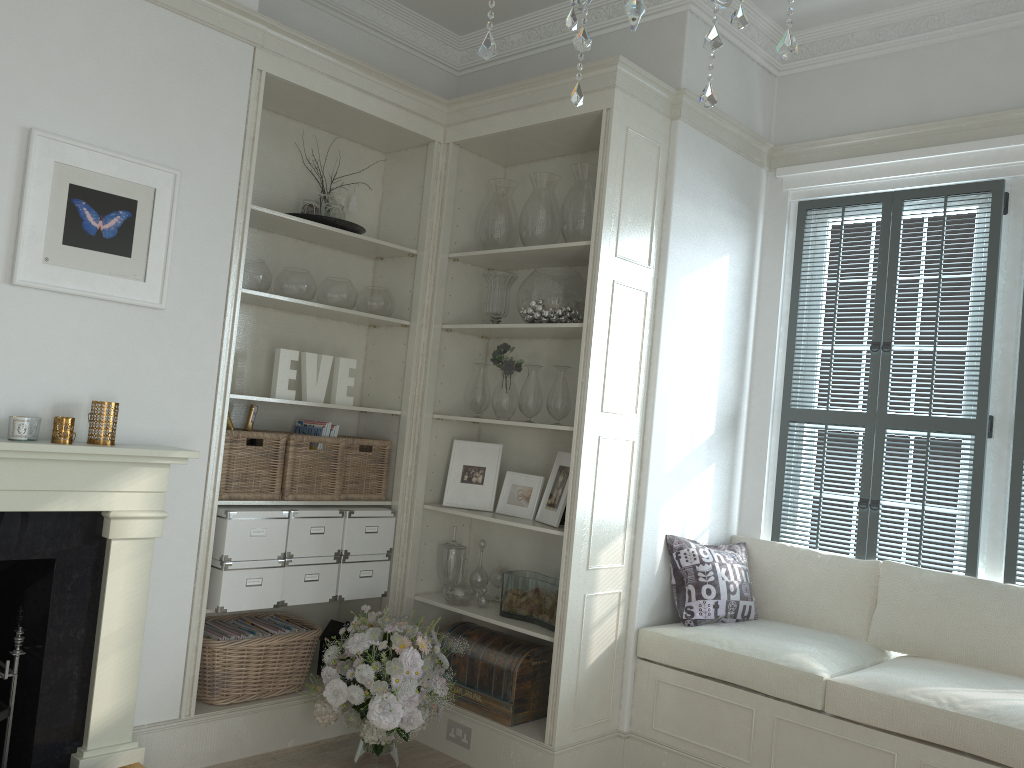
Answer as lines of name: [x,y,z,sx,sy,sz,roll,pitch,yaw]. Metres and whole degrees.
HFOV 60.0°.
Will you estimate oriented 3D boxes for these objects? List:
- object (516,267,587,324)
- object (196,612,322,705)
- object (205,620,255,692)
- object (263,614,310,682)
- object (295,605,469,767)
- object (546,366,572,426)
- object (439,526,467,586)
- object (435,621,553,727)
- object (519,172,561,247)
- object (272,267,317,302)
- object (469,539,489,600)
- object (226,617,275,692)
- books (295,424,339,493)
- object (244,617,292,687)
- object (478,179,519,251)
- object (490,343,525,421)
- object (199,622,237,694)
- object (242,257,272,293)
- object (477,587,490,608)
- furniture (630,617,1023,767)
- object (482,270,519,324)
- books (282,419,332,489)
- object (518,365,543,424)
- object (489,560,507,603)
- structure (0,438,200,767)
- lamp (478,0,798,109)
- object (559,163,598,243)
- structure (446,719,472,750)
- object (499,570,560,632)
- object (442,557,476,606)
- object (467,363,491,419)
object: [0.183,-0.357,3.803,0.329,0.249,0.329,5,-3,18]
object: [-1.088,1.117,3.633,0.408,0.263,0.554,3,-4,44]
object: [-1.145,1.097,3.569,0.274,0.238,0.088,3,-4,43]
object: [-0.976,1.122,3.751,0.274,0.238,0.088,3,-4,43]
object: [-0.490,1.175,3.402,0.570,0.643,0.544,4,-3,34]
object: [0.203,0.052,3.748,0.110,0.251,0.110,5,-3,15]
object: [-0.274,0.807,4.035,0.129,0.315,0.129,8,-4,-42]
object: [-0.072,1.203,3.745,0.475,0.297,0.290,3,-4,43]
object: [0.129,-0.741,3.933,0.193,0.362,0.193,4,-3,26]
object: [-0.914,-0.411,3.727,0.185,0.140,0.185,7,-3,-27]
object: [-0.145,0.842,4.033,0.088,0.271,0.088,8,-4,-42]
object: [-1.089,1.105,3.628,0.274,0.238,0.088,3,-4,43]
books: [-0.902,0.314,3.791,0.221,0.306,0.205,3,-4,43]
object: [-1.031,1.114,3.691,0.274,0.238,0.088,3,-4,43]
object: [-0.056,-0.751,4.095,0.193,0.362,0.193,4,-3,26]
object: [-0.029,-0.011,3.983,0.166,0.355,0.206,6,-3,-8]
object: [-1.200,1.089,3.520,0.274,0.238,0.088,3,-4,43]
object: [-1.060,-0.432,3.570,0.185,0.140,0.185,7,-3,-27]
object: [-0.123,0.927,3.856,0.056,0.090,0.056,6,-3,-16]
furniture: [1.904,1.269,2.794,3.150,0.459,0.837,3,-4,43]
object: [-0.065,-0.373,4.017,0.168,0.256,0.168,5,-3,1]
books: [-0.929,0.300,3.761,0.221,0.306,0.205,3,-4,43]
object: [0.085,0.046,3.858,0.110,0.251,0.110,5,-3,15]
object: [-0.059,0.892,4.021,0.094,0.188,0.094,6,-3,-5]
structure: [-1.777,0.740,2.623,1.026,1.191,1.432,3,-4,43]
lamp: [0.280,-1.698,1.249,0.648,2.542,0.577,5,-3,13]
object: [0.300,-0.733,3.741,0.193,0.362,0.193,4,-3,26]
structure: [-0.216,1.426,3.613,0.140,0.084,0.010,3,-4,43]
object: [0.135,0.897,3.669,0.387,0.180,0.171,3,-4,43]
object: [-0.228,0.863,3.887,0.148,0.200,0.148,5,-3,11]
object: [-0.147,0.034,4.075,0.110,0.251,0.110,5,-3,15]
